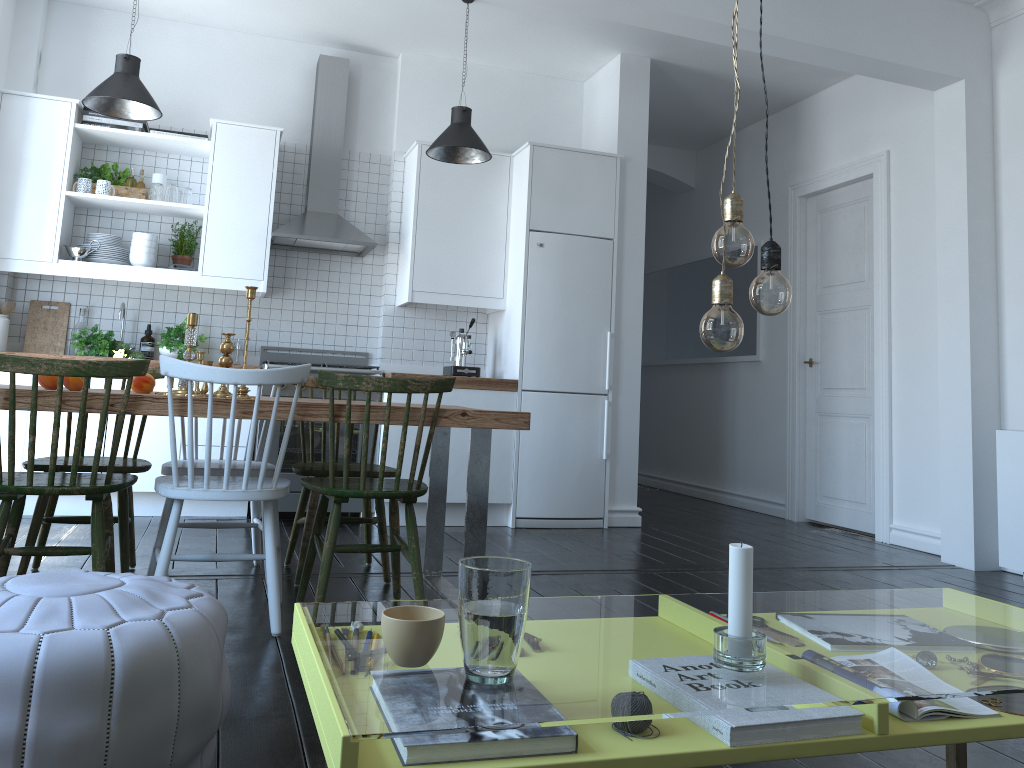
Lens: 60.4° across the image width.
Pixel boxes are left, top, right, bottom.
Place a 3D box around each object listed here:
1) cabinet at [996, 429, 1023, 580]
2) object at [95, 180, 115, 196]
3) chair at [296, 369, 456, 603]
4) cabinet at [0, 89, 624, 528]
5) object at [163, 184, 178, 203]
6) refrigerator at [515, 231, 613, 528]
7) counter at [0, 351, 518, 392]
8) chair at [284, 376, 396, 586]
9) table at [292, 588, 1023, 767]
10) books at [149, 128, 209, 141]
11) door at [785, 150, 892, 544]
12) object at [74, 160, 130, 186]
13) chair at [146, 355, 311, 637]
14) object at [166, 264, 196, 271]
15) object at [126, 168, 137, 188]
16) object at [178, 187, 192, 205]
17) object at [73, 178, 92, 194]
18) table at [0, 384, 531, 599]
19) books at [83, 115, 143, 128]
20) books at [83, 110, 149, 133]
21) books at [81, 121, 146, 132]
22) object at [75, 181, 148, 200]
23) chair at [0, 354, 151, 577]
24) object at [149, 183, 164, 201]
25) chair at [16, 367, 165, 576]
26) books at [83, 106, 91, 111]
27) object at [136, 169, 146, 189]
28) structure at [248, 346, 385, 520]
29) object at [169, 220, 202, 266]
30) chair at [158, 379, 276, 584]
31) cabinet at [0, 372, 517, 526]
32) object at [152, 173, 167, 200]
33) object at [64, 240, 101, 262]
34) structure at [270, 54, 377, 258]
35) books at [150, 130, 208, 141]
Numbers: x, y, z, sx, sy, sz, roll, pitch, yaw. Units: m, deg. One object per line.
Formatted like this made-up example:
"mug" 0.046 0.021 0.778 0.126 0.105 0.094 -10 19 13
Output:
"cabinet" 2.649 0.591 3.538 0.588 0.745 1.192 5 -3 -18
"object" -2.424 -1.158 5.252 0.108 0.101 0.082 5 -5 -29
"chair" -0.493 0.378 3.054 0.466 0.839 0.481 5 -6 -20
"cabinet" -1.247 -0.400 5.449 3.781 2.408 0.770 4 -7 -14
"object" -2.064 -1.148 5.337 0.086 0.121 0.085 2 -5 5
"refrigerator" 0.245 -0.032 5.735 0.574 1.828 0.674 5 -7 -18
"counter" -1.563 -0.071 5.275 3.090 0.074 0.841 3 -1 -18
"chair" -0.728 0.379 3.756 0.466 0.840 0.481 5 -6 -20
"table" 0.379 0.610 1.402 1.396 0.405 0.596 3 -3 -18
"books" -2.090 -1.545 5.546 0.340 0.016 0.273 3 -1 -17
"door" 2.247 -0.266 6.034 0.115 2.512 1.030 5 -7 -18
"object" -2.530 -1.250 5.409 0.345 0.258 0.162 5 -6 -28
"chair" -0.938 0.345 2.873 0.465 0.855 0.505 5 -6 -18
"object" -2.035 -0.700 5.393 0.244 0.043 0.275 3 -1 -26
"object" -2.357 -1.226 5.449 0.059 0.228 0.059 8 -9 -35
"object" -2.008 -1.144 5.411 0.086 0.121 0.085 -2 -7 40
"object" -2.546 -1.165 5.230 0.108 0.101 0.082 -1 -6 41
"table" -1.164 0.402 3.200 2.220 0.726 1.010 3 -3 -18
"books" -2.445 -1.579 5.418 0.327 0.031 0.258 3 -1 -20
"books" -2.436 -1.610 5.436 0.350 0.031 0.285 3 -1 -18
"books" -2.439 -1.541 5.425 0.350 0.044 0.258 3 -1 -16
"object" -2.463 -1.159 5.420 0.392 0.105 0.152 3 -3 -18
"chair" -1.409 0.327 2.737 0.466 0.840 0.481 5 -6 -20
"object" -2.150 -1.153 5.325 0.086 0.121 0.085 2 -5 5
"chair" -1.643 0.327 3.439 0.466 0.839 0.481 5 -6 -20
"books" -2.444 -1.645 5.433 0.324 0.038 0.257 3 -1 -16
"object" -2.323 -1.227 5.506 0.056 0.237 0.055 5 -8 -15
"structure" -1.211 0.283 5.416 0.698 1.034 0.715 5 -6 -18
"object" -2.059 -0.861 5.543 0.165 0.371 0.168 1 -7 19
"chair" -1.198 0.344 3.623 0.465 0.855 0.505 5 -6 -18
"cabinet" -1.596 0.365 5.273 3.178 0.827 0.722 3 -5 -10
"object" -2.223 -1.204 5.528 0.085 0.225 0.084 4 -7 -11
"object" -2.514 -0.776 5.137 0.209 0.137 0.101 3 -5 -6
"structure" -1.194 -1.531 5.733 0.631 1.324 0.523 5 -7 -18
"books" -2.087 -1.518 5.534 0.349 0.038 0.259 3 -1 -19
